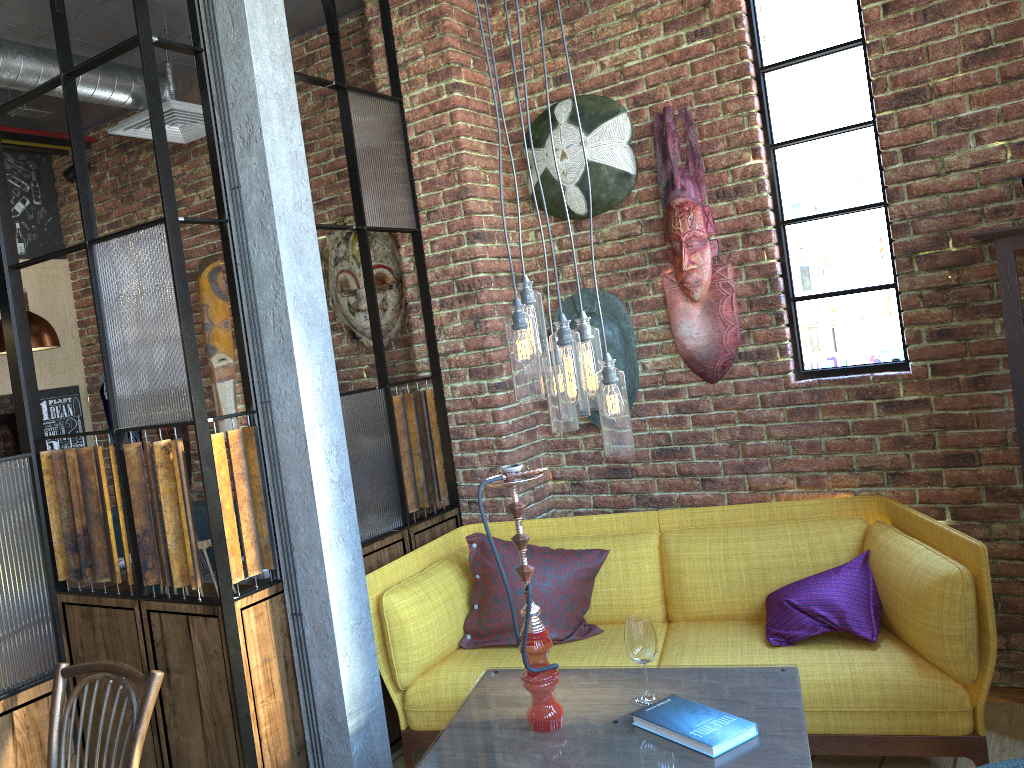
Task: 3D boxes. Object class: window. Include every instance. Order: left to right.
[{"bbox_3d":[0.547,-0.590,0.976,3.430,2.427,8.562,-8,3,-3],"label":"window"}]

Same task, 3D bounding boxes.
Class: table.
[{"bbox_3d":[-2.427,1.355,4.790,0.775,0.602,0.713,-7,3,33],"label":"table"},{"bbox_3d":[-0.811,1.113,3.810,0.782,0.726,0.720,-7,2,33],"label":"table"},{"bbox_3d":[0.309,1.142,2.335,0.962,0.508,0.730,-7,2,18],"label":"table"}]

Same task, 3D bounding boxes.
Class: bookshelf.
[{"bbox_3d":[1.980,0.297,2.678,0.851,1.667,0.304,-7,1,33],"label":"bookshelf"}]

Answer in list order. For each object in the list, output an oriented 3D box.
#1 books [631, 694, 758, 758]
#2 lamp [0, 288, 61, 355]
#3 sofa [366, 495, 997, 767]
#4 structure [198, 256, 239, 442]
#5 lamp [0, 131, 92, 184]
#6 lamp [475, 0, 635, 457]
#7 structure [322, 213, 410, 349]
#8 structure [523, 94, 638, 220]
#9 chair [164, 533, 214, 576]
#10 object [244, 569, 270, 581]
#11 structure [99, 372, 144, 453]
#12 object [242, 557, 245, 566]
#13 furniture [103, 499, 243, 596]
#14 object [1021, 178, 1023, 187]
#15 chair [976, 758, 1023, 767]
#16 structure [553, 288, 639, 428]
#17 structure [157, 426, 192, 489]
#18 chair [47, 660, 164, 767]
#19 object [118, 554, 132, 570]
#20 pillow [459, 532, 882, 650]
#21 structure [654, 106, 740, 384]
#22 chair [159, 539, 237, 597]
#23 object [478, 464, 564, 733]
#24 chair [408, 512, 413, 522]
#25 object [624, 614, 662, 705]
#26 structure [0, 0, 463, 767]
[{"bbox_3d":[0.455,0.856,2.221,0.154,0.028,0.284,-10,4,-34],"label":"books"},{"bbox_3d":[-2.744,-0.839,4.786,0.382,1.334,0.355,-8,1,25],"label":"lamp"},{"bbox_3d":[0.557,0.928,3.248,2.049,0.762,0.769,-7,2,18],"label":"sofa"},{"bbox_3d":[-1.768,-0.210,5.265,0.241,1.119,0.090,-8,1,33],"label":"structure"},{"bbox_3d":[-3.632,-1.106,2.194,6.530,0.273,6.932,-6,4,32],"label":"lamp"},{"bbox_3d":[-0.059,-0.844,2.432,0.277,2.118,0.523,-9,1,-33],"label":"lamp"},{"bbox_3d":[-0.772,-0.536,4.576,0.614,0.726,0.122,-7,1,33],"label":"structure"},{"bbox_3d":[0.281,-0.982,3.831,0.554,0.520,0.141,-7,2,33],"label":"structure"},{"bbox_3d":[-1.237,1.062,4.046,0.520,0.914,0.406,-8,1,-2],"label":"chair"},{"bbox_3d":[-0.925,0.749,3.582,0.339,0.051,0.258,-6,4,36],"label":"object"},{"bbox_3d":[-2.637,0.188,5.884,0.338,0.559,0.109,-7,1,33],"label":"structure"},{"bbox_3d":[-1.079,0.754,3.907,0.281,0.051,0.311,-6,4,36],"label":"object"},{"bbox_3d":[-2.547,1.243,5.114,1.504,0.821,1.431,-7,3,33],"label":"furniture"},{"bbox_3d":[1.967,0.153,2.656,0.633,1.760,0.315,-8,1,28],"label":"object"},{"bbox_3d":[1.124,0.777,1.404,0.775,1.097,1.074,-9,2,-34],"label":"chair"},{"bbox_3d":[0.364,-0.105,3.867,0.383,0.639,0.099,-7,1,34],"label":"structure"},{"bbox_3d":[-2.149,0.365,5.568,0.271,0.655,0.153,-7,1,33],"label":"structure"},{"bbox_3d":[-1.012,1.145,1.914,0.421,0.914,0.502,-7,1,27],"label":"chair"},{"bbox_3d":[-2.211,0.989,4.878,0.339,0.051,0.258,-6,4,36],"label":"object"},{"bbox_3d":[0.532,0.727,3.283,1.544,0.453,0.388,-7,2,22],"label":"pillow"},{"bbox_3d":[0.748,-0.562,3.630,0.223,1.145,0.230,-8,1,-12],"label":"structure"},{"bbox_3d":[-1.048,1.038,3.305,0.552,1.005,0.438,-8,1,20],"label":"chair"},{"bbox_3d":[0.028,0.572,2.317,0.175,0.703,0.251,-8,1,23],"label":"object"},{"bbox_3d":[-0.501,0.944,4.280,0.527,0.920,0.457,-9,2,-35],"label":"chair"},{"bbox_3d":[0.362,0.758,2.428,0.088,0.228,0.093,-8,1,-19],"label":"object"},{"bbox_3d":[-3.930,0.338,2.210,6.191,3.323,5.703,-7,3,16],"label":"structure"}]
